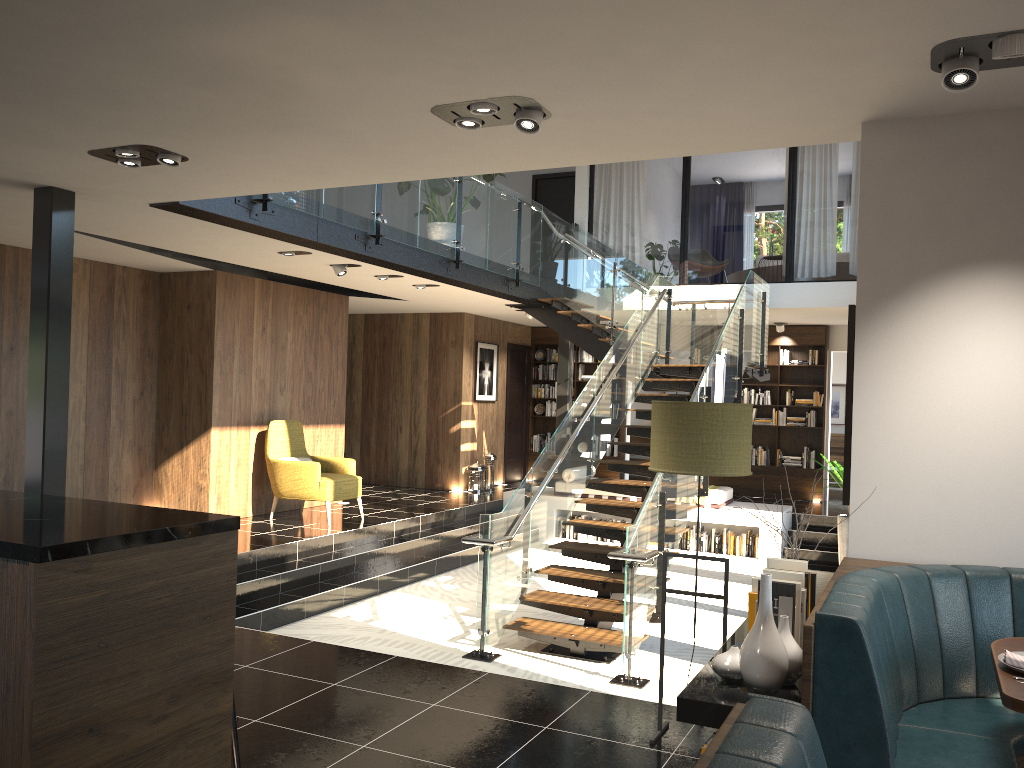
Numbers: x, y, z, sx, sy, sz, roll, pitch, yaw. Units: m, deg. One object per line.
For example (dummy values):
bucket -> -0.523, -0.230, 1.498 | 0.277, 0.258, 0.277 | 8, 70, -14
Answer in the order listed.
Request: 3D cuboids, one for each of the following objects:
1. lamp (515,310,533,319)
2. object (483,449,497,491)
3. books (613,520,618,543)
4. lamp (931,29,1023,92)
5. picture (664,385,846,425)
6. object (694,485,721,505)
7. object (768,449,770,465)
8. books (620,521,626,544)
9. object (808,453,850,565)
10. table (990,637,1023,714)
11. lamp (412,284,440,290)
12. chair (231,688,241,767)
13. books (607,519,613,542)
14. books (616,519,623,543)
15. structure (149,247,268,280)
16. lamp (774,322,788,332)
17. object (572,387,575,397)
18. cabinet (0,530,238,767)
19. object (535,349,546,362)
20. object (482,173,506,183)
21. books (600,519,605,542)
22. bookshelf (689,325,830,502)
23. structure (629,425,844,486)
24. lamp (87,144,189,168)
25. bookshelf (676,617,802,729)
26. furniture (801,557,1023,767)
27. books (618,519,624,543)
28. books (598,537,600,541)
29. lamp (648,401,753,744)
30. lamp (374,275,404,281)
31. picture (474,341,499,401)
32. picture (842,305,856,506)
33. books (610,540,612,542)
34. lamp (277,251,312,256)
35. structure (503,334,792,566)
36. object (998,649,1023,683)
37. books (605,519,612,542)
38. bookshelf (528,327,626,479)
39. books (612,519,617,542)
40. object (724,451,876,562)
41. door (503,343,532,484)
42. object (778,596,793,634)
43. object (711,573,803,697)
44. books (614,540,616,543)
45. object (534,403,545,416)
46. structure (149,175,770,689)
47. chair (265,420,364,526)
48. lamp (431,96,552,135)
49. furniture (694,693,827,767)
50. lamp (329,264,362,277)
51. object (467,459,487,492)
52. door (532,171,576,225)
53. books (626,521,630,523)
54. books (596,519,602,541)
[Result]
lamp -> 0.211, -1.059, 12.720 | 0.346, 0.262, 0.195 | 2, 0, 25
object -> -0.344, 1.313, 13.624 | 0.182, 0.643, 0.182 | 2, 0, 25
books -> 1.415, 2.000, 12.028 | 0.025, 0.287, 0.169 | 2, 0, 25
lamp -> 1.725, -1.184, 3.066 | 0.501, 0.248, 0.349 | 1, -1, 25
picture -> 4.758, 0.367, 17.614 | 3.543, 0.748, 0.035 | 1, 0, 25
object -> 2.508, 1.628, 11.952 | 0.466, 0.510, 1.167 | 2, -1, 25
object -> 4.032, 1.147, 13.908 | 0.020, 0.262, 0.047 | 2, 0, 25
books -> 1.499, 1.999, 11.980 | 0.023, 0.293, 0.157 | 2, 0, 25
object -> 3.615, 1.390, 9.520 | 0.876, 1.338, 0.830 | 2, 0, 14
table -> 2.203, 1.215, 2.463 | 1.538, 0.661, 0.823 | 1, -1, 25
lamp -> -0.985, -1.178, 10.194 | 0.346, 0.177, 0.195 | 1, -1, 25
chair -> -1.185, 1.051, 3.054 | 0.412, 0.799, 0.412 | 2, 0, 35
books -> 1.342, 1.995, 12.053 | 0.025, 0.293, 0.205 | 2, 0, 25
books -> 1.459, 1.992, 12.000 | 0.026, 0.305, 0.187 | 2, 0, 25
structure -> -5.555, -0.101, 9.068 | 1.963, 3.017, 6.664 | 2, -1, 25
lamp -> 4.084, -0.918, 13.474 | 0.195, 0.277, 0.346 | 2, -1, 25
object -> 1.002, 0.145, 15.334 | 0.212, 0.222, 0.082 | 2, 0, 25
cabinet -> -2.640, 0.908, 3.252 | 3.563, 0.994, 0.698 | 1, 0, 25
object -> 0.495, -0.498, 15.557 | 0.212, 0.222, 0.082 | 2, 0, 25
object -> -0.698, -2.213, 10.241 | 1.464, 1.554, 1.260 | 2, 0, 14
books -> 1.241, 1.998, 12.097 | 0.028, 0.282, 0.173 | 2, 0, 25
bookshelf -> 3.857, 0.433, 13.991 | 2.090, 2.682, 0.273 | 2, 0, 25
structure -> 4.271, 1.372, 17.617 | 6.275, 0.982, 0.886 | 1, -1, 25
lamp -> -2.040, -1.302, 4.848 | 0.501, 0.194, 0.349 | 1, -1, 25
bookshelf -> 0.962, 1.277, 3.366 | 0.356, 0.500, 1.304 | 2, -1, 25
furniture -> 2.328, 1.141, 2.705 | 2.609, 0.822, 1.365 | 1, -1, 25
books -> 1.478, 1.992, 11.986 | 0.020, 0.305, 0.172 | 2, 0, 25
books -> 1.223, 2.008, 12.115 | 0.019, 0.261, 0.183 | 2, 0, 25
lamp -> 0.867, 0.803, 3.860 | 0.637, 1.445, 0.437 | 2, 0, -39
lamp -> -1.317, -1.200, 9.492 | 0.346, 0.177, 0.195 | 1, -1, 25
picture -> -0.395, -0.188, 13.974 | 0.028, 0.911, 0.748 | 2, 0, 25
picture -> 1.687, 0.105, 4.359 | 0.028, 0.911, 0.748 | 2, 0, 25
books -> 1.374, 2.007, 12.058 | 0.029, 0.271, 0.128 | 2, 0, 25
lamp -> -1.979, -1.251, 8.090 | 0.346, 0.158, 0.195 | 1, -1, 25
structure -> 1.861, 0.608, 12.263 | 3.781, 3.244, 1.149 | 2, 0, 25
object -> 1.608, 0.843, 2.656 | 0.269, 0.051, 0.325 | 1, -1, 29
books -> 1.310, 1.991, 12.054 | 0.033, 0.299, 0.196 | 2, 0, 25
bookshelf -> 1.123, 0.366, 15.284 | 1.703, 2.682, 0.273 | 2, 0, 25
books -> 1.397, 1.989, 12.046 | 0.023, 0.308, 0.126 | 2, 0, 25
object -> 1.146, 0.666, 3.763 | 0.607, 0.744, 0.406 | 2, 0, -15
door -> 0.064, 0.504, 15.099 | 0.104, 2.347, 0.931 | 2, 0, 25
object -> 0.965, 0.885, 3.139 | 0.047, 0.262, 0.020 | 2, 0, 25
object -> 0.848, 0.818, 2.958 | 0.319, 0.398, 0.316 | 2, 0, 1
books -> 1.427, 2.020, 11.996 | 0.027, 0.246, 0.193 | 2, 0, 25
object -> 0.488, 0.449, 15.572 | 0.212, 0.222, 0.082 | 2, 0, 25
structure -> 0.318, 0.101, 8.809 | 3.447, 4.868, 7.281 | 2, -1, 25
chair -> -2.237, 0.971, 10.001 | 1.030, 1.097, 0.807 | 2, 0, 24
lamp -> -0.090, -1.236, 3.925 | 0.501, 0.231, 0.349 | 1, -1, 25
furniture -> 1.367, 1.081, 0.766 | 2.609, 0.822, 1.365 | 1, -1, 25
lamp -> -1.649, -1.186, 8.791 | 0.346, 0.247, 0.195 | 2, 0, 25
object -> -0.535, 1.384, 13.458 | 0.262, 0.483, 0.262 | 2, 0, 25
door -> 0.761, -2.484, 15.403 | 0.931, 2.347, 0.104 | 2, 0, 25
books -> 1.567, 2.001, 11.977 | 0.036, 0.293, 0.128 | 2, 0, 25
books -> 1.196, 1.996, 12.163 | 0.025, 0.285, 0.137 | 2, 0, 25
